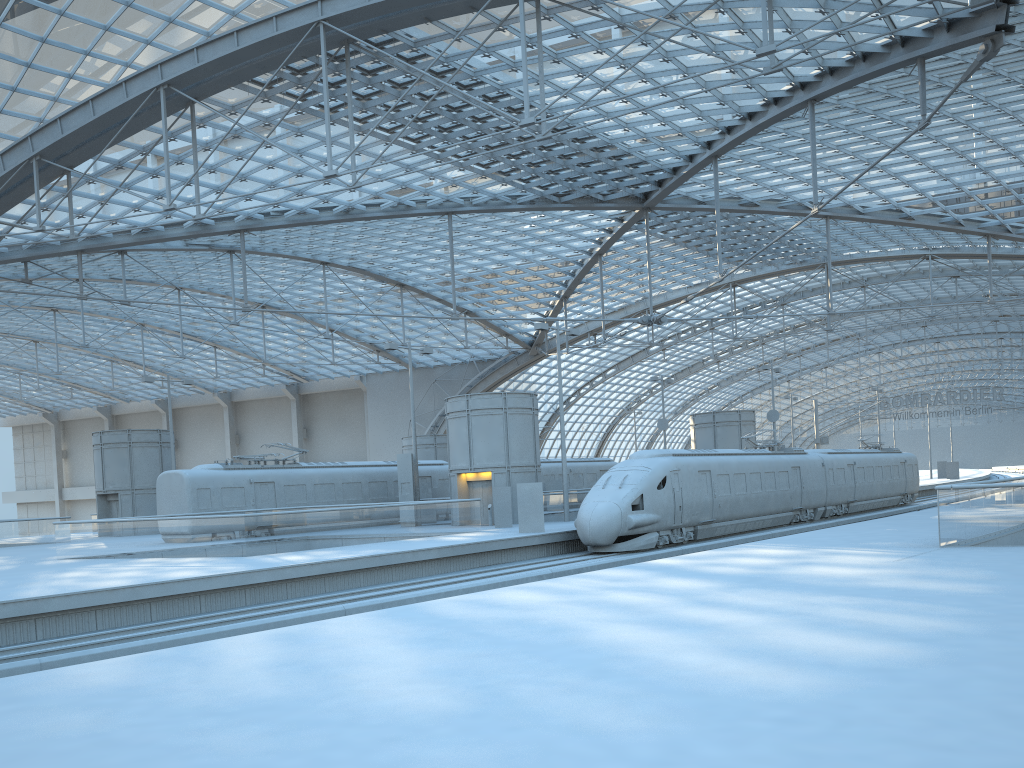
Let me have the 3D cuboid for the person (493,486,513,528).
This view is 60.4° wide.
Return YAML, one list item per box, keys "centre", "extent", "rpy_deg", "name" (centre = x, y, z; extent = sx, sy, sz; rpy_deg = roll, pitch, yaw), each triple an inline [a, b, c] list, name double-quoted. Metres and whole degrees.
- centre: [-0.344, 4.752, 33.730]
  extent: [0.712, 1.617, 0.001]
  rpy_deg: [-3, 1, 17]
  name: "person"

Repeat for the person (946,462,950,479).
- centre: [42.848, 8.447, 85.689]
  extent: [0.878, 1.710, 0.001]
  rpy_deg: [-3, 1, 38]
  name: "person"

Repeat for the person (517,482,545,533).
- centre: [0.642, 4.146, 29.298]
  extent: [0.876, 1.711, 0.001]
  rpy_deg: [-3, 1, 12]
  name: "person"

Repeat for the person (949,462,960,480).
- centre: [41.437, 8.144, 82.294]
  extent: [0.830, 1.737, 0.001]
  rpy_deg: [-3, 1, 38]
  name: "person"

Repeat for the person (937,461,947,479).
- centre: [44.026, 8.829, 90.105]
  extent: [0.903, 1.804, 0.001]
  rpy_deg: [-3, 1, 33]
  name: "person"

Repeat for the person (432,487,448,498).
- centre: [-3.440, 5.889, 42.592]
  extent: [0.828, 1.737, 0.001]
  rpy_deg: [-3, 1, 12]
  name: "person"
